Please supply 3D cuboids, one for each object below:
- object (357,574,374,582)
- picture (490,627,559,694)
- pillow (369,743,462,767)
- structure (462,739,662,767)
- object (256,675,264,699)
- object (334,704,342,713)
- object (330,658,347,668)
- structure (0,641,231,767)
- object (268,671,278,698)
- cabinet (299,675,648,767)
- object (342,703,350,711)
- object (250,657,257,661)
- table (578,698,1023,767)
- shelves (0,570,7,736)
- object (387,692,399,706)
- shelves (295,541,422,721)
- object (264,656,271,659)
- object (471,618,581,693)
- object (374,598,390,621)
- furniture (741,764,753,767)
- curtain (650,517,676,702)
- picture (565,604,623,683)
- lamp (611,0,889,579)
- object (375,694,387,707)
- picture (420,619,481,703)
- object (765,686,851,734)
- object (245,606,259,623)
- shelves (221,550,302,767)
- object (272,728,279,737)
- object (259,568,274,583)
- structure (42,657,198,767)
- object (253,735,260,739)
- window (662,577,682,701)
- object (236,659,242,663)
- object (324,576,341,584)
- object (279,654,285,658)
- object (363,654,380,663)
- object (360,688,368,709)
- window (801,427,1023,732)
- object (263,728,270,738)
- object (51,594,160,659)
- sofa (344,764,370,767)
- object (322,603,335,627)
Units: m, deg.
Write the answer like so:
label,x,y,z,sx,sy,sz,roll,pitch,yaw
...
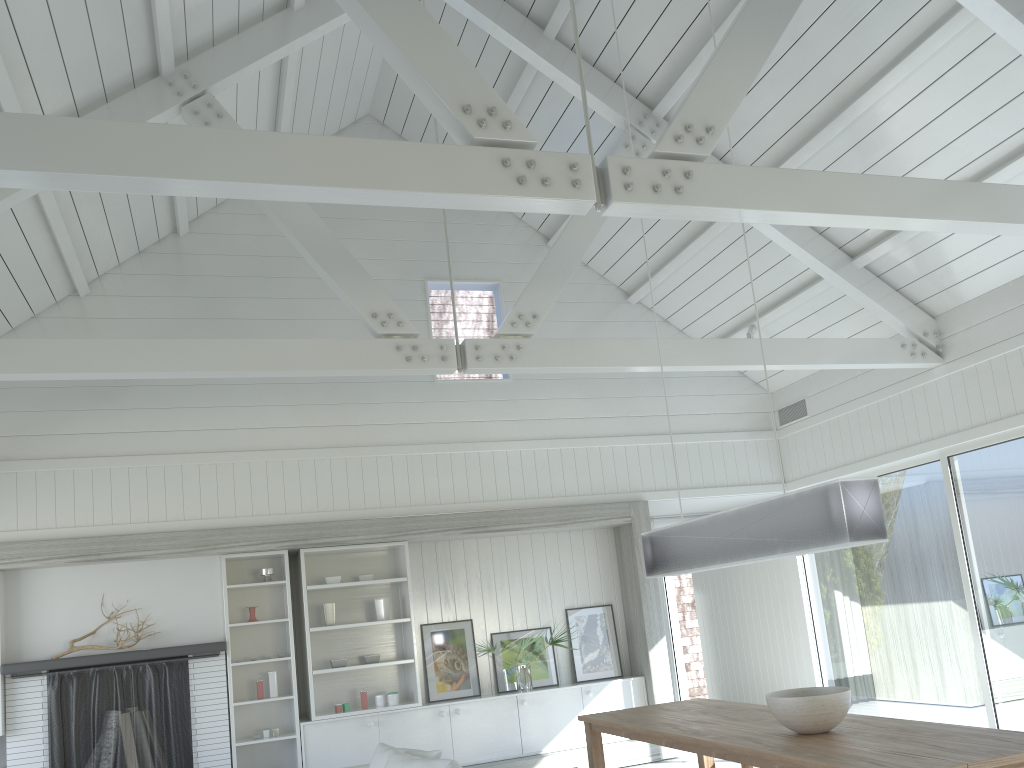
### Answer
label,x,y,z,sx,sy,sz,roll,pitch,yaw
object,-1.330,1.771,7.996,0.141,0.065,0.144,-1,-15,-19
picture,0.121,2.591,8.288,0.608,0.544,0.054,-2,-10,-19
pillow,-0.485,2.303,4.847,0.462,0.469,2.099,0,-16,-26
structure,-1.866,3.540,7.781,6.341,0.340,1.922,-1,-15,-19
object,-2.125,2.552,7.432,0.054,0.193,0.055,-3,-10,-20
object,-1.493,2.785,7.579,0.054,0.070,0.055,3,-15,-39
object,-1.504,2.426,7.656,0.141,0.065,0.144,-1,-15,-19
structure,-3.141,2.832,7.170,1.614,1.264,0.876,-2,-12,-19
object,-2.024,2.543,7.465,0.072,0.207,0.072,-3,-10,-19
cabinet,-0.309,3.133,8.045,3.177,0.541,0.667,-1,-13,-19
object,-1.435,2.797,7.625,0.058,0.060,0.058,4,-16,-41
object,-2.180,2.322,7.440,0.054,0.025,0.055,-1,-15,-19
table,1.347,2.125,4.488,0.904,0.749,3.011,-2,-15,-19
shelves,-4.359,2.108,6.783,0.864,1.218,0.559,-2,-11,-19
object,-1.039,2.755,7.721,0.085,0.109,0.086,-9,-12,16
shelves,-1.392,2.191,7.894,0.937,1.419,0.617,-2,-11,-19
object,-2.084,2.336,7.528,0.054,0.025,0.055,-1,-15,-19
object,0.165,2.470,8.003,0.970,0.619,0.634,-1,-13,-21
object,-1.152,2.010,7.854,0.103,0.193,0.104,-11,-11,25
furniture,2.097,2.251,4.707,0.340,0.463,2.737,-2,-15,-19
curtain,1.284,2.669,9.776,1.004,2.330,0.118,-3,-10,-18
picture,0.795,2.504,8.518,0.494,0.692,0.066,-2,-10,-19
lamp,0.998,-1.108,4.942,0.200,4.171,1.944,-3,-10,-19
object,-1.149,2.784,7.753,0.092,0.094,0.091,-9,-12,14
picture,-0.559,2.528,8.063,0.494,0.692,0.066,-2,-10,-19
object,1.407,1.547,4.158,0.389,0.182,0.397,1,-16,-27
object,-2.212,1.967,7.514,0.138,0.128,0.138,-11,-13,23
shelves,-2.161,2.473,7.584,0.540,1.966,0.616,-3,-10,-19
object,-1.987,2.926,7.406,0.058,0.060,0.058,-2,-13,-19
object,-2.106,1.651,7.581,0.162,0.122,0.164,-9,-13,13
structure,-3.035,2.710,6.841,1.096,1.045,0.118,-2,-10,-19
object,-2.129,2.947,7.356,0.054,0.025,0.055,-1,-15,-19
window,2.240,3.035,11.445,0.037,2.387,0.964,-3,-10,-19
object,-2.276,2.309,7.351,0.054,0.025,0.055,-1,-15,-19
object,-1.579,1.736,7.765,0.141,0.065,0.144,-1,-15,-19
object,-1.989,2.349,7.617,0.054,0.025,0.055,-1,-15,-19
object,-1.255,2.460,7.887,0.141,0.065,0.144,-1,-15,-19
object,-1.290,2.726,7.676,0.054,0.193,0.055,-3,-10,-20
window,4.663,0.776,3.912,0.080,2.377,11.160,-3,-15,-19
object,-2.058,2.923,7.384,0.054,0.070,0.055,-2,-12,-20
object,-3.143,1.884,6.961,0.463,0.494,0.787,-16,-16,39
sofa,-1.565,2.179,3.506,3.472,0.725,4.221,-1,-15,-18
object,-1.596,2.018,7.705,0.102,0.193,0.105,-3,-11,-19
